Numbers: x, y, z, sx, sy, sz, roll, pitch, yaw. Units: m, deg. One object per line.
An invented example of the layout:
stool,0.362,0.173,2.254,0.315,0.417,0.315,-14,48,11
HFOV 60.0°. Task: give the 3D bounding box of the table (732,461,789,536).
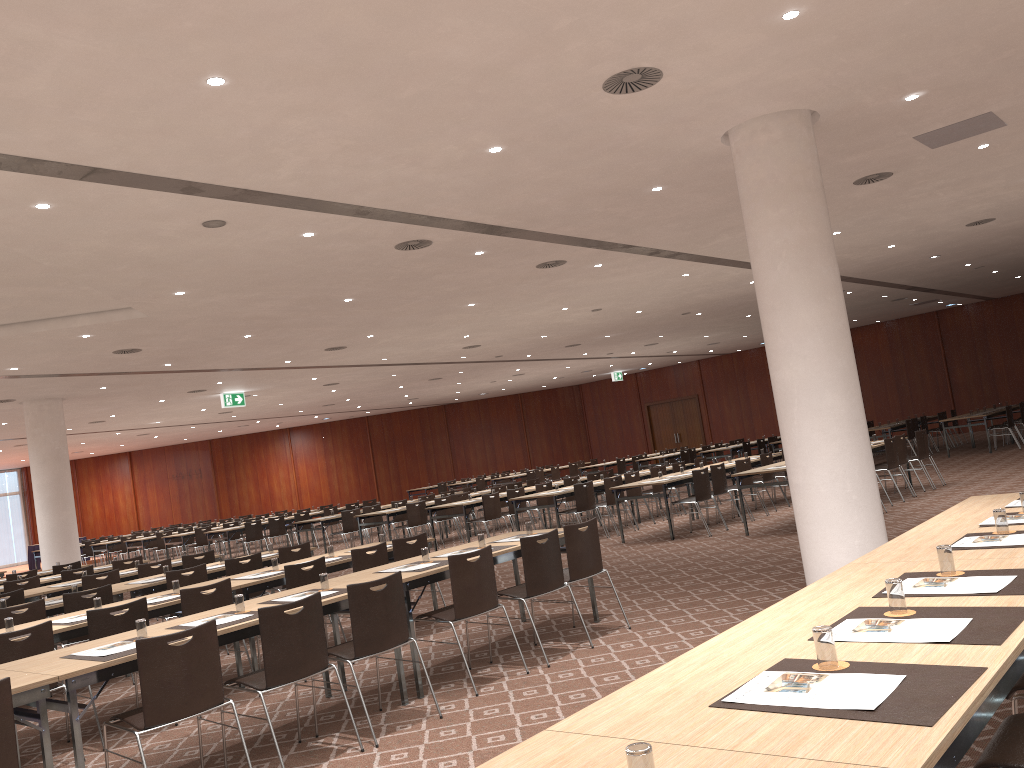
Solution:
table,4.090,1.506,12.440,0.954,0.832,2.266,-12,-6,40

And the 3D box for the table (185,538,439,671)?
table,-1.820,2.114,8.515,0.954,0.832,2.266,-12,-6,40

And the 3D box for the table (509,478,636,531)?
table,1.096,2.168,15.015,0.954,0.832,2.266,-12,-6,40

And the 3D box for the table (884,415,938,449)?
table,10.534,1.338,23.109,0.954,0.832,2.266,-12,-6,40

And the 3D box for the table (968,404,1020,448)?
table,12.032,1.007,21.821,0.954,0.832,2.266,-12,-6,40

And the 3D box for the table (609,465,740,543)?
table,2.593,1.837,13.728,0.954,0.832,2.266,-12,-6,40

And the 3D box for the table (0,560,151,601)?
table,-6.311,3.107,12.378,0.954,0.832,2.266,-12,-6,40

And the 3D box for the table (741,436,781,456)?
table,7.540,2.000,25.684,0.954,0.832,2.266,-12,-6,40

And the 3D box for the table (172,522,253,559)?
table,-9.042,4.639,26.725,0.954,0.832,2.266,-12,-6,40

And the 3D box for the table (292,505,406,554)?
table,-3.395,3.160,18.878,0.954,0.832,2.266,-12,-6,40

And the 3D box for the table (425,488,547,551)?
table,-0.401,2.499,16.303,0.954,0.832,2.266,-12,-6,40

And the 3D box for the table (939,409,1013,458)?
table,10.567,1.100,20.091,0.954,0.832,2.266,-12,-6,40

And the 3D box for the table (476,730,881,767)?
table,-0.225,1.299,1.163,0.954,0.832,2.266,-12,-6,40

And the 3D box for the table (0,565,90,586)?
table,-7.808,3.437,13.665,0.954,0.832,2.266,-12,-6,40

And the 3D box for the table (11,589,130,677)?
table,-4.782,2.537,8.072,0.954,0.832,2.266,-12,-6,40

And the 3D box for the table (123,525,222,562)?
table,-9.010,4.400,23.706,0.954,0.832,2.266,-12,-6,40

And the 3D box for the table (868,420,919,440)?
table,9.069,1.430,21.378,0.954,0.832,2.266,-12,-6,40

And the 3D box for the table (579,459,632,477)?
table,3.081,2.753,26.529,0.954,0.832,2.266,-12,-6,40

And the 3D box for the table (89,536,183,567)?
table,-10.507,4.731,24.994,0.954,0.832,2.266,-12,-6,40

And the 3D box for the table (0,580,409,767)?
table,-1.787,1.876,5.497,0.954,0.832,2.266,-12,-6,40

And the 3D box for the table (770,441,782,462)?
table,7.572,1.761,22.666,0.954,0.832,2.266,-12,-6,40

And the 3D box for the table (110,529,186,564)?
table,-12.036,5.301,29.300,0.954,0.832,2.266,-12,-6,40

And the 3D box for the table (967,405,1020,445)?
table,12.032,1.007,21.821,0.954,0.832,2.266,-12,-6,40

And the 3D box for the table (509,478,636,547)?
table,1.096,2.168,15.015,0.954,0.832,2.266,-12,-6,40

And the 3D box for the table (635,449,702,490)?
table,4.578,2.423,25.241,0.954,0.832,2.266,-12,-6,40

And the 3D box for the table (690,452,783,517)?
table,4.058,1.745,15.458,0.954,0.832,2.266,-12,-6,40

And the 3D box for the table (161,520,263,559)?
table,-7.513,4.070,22.419,0.954,0.832,2.266,-12,-6,40

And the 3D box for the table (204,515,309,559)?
table,-6.015,3.739,21.131,0.954,0.832,2.266,-12,-6,40

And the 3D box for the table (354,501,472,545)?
table,-1.898,2.829,17.591,0.954,0.832,2.266,-12,-6,40

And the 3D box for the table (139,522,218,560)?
table,-10.539,4.970,28.012,0.954,0.832,2.266,-12,-6,40

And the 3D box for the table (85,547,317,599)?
table,-3.317,2.445,9.803,0.954,0.832,2.266,-12,-6,40

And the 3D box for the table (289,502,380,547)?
table,-4.551,3.647,22.862,0.954,0.832,2.266,-12,-6,40

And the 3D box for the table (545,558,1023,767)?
table,1.240,1.207,2.894,0.954,0.832,2.266,-12,-6,40

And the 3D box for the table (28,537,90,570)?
table,-15.436,5.774,30.238,1.043,0.832,1.712,-12,-6,40

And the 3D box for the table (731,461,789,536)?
table,4.090,1.506,12.440,0.954,0.832,2.266,-12,-6,40

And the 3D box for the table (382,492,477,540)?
table,-1.931,3.068,20.609,0.954,0.832,2.266,-12,-6,40

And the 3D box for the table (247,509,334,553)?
table,-6.048,3.978,24.149,0.954,0.832,2.266,-12,-6,40

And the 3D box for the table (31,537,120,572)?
table,-13.501,5.393,27.569,0.954,0.832,2.266,-12,-6,40

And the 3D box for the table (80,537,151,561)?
table,-12.004,5.062,26.282,0.954,0.832,2.266,-12,-6,40

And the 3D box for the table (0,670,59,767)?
table,-3.252,1.968,3.767,0.954,0.832,2.266,-12,-6,40

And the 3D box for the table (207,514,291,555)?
table,-7.545,4.308,25.437,0.954,0.832,2.266,-12,-6,40

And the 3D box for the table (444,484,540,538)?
table,-0.433,2.737,19.321,0.954,0.832,2.266,-12,-6,40

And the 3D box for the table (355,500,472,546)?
table,-1.898,2.829,17.591,0.954,0.832,2.266,-12,-6,40

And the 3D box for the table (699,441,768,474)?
table,6.075,2.092,23.953,0.954,0.832,2.266,-12,-6,40

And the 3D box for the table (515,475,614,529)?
table,1.064,2.407,18.034,0.954,0.832,2.266,-12,-6,40

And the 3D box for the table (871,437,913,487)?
table,5.555,1.414,14.171,0.954,0.832,2.266,-12,-6,40

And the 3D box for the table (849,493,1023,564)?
table,2.704,1.115,4.624,0.954,0.832,2.266,-12,-6,40

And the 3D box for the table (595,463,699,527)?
table,2.561,2.076,16.746,0.954,0.832,2.266,-12,-6,40

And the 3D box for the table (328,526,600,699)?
table,-0.322,1.784,7.228,0.954,0.832,2.266,-12,-6,40

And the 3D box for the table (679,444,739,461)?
table,6.043,2.330,26.972,0.954,0.832,2.266,-12,-6,40

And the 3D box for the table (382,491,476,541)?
table,-1.931,3.068,20.609,0.954,0.832,2.266,-12,-6,40

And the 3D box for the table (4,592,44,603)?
table,-6.279,2.868,9.360,0.954,0.832,2.266,-12,-6,40

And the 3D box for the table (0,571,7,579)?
table,-10.428,4.016,15.919,0.954,0.832,2.266,-12,-6,40

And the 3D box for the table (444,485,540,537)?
table,-0.433,2.737,19.321,0.954,0.832,2.266,-12,-6,40

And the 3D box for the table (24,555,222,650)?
table,-4.814,2.776,11.090,0.954,0.832,2.266,-12,-6,40

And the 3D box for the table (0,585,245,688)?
table,-3.284,2.206,6.785,0.954,0.832,2.266,-12,-6,40

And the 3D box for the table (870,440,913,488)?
table,5.555,1.414,14.171,0.954,0.832,2.266,-12,-6,40
